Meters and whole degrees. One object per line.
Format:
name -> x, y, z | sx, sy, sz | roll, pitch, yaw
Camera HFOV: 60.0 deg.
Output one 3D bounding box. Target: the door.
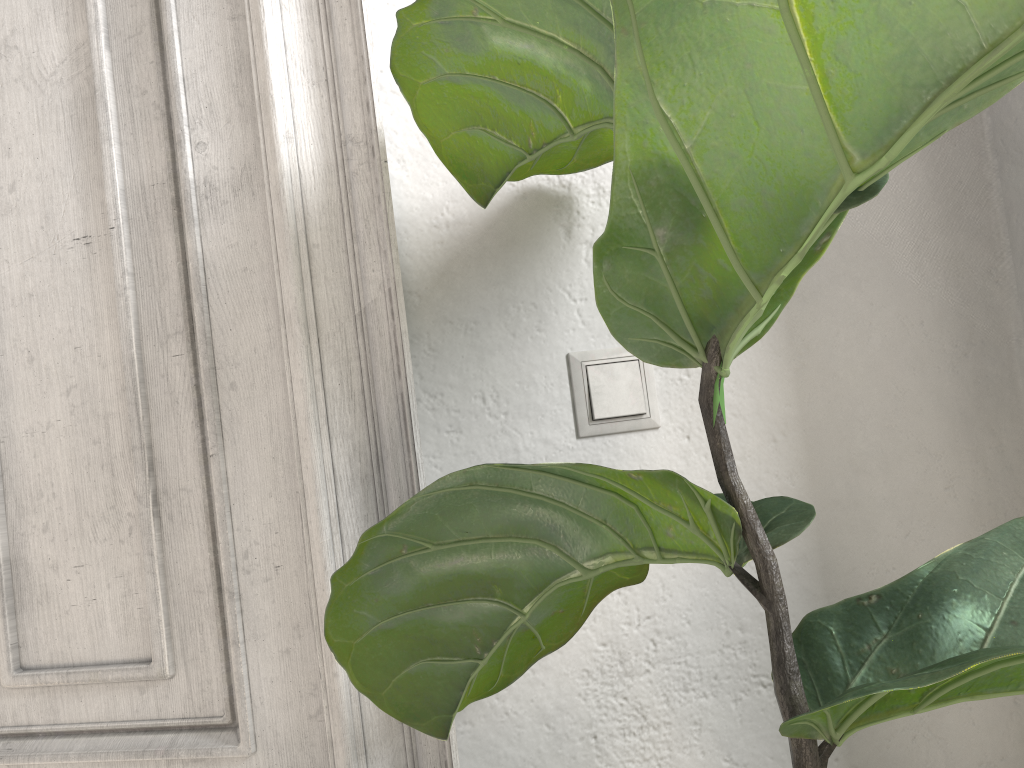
door -> -0.682, 0.047, 0.943 | 1.097, 2.813, 0.216 | -8, -3, 16
